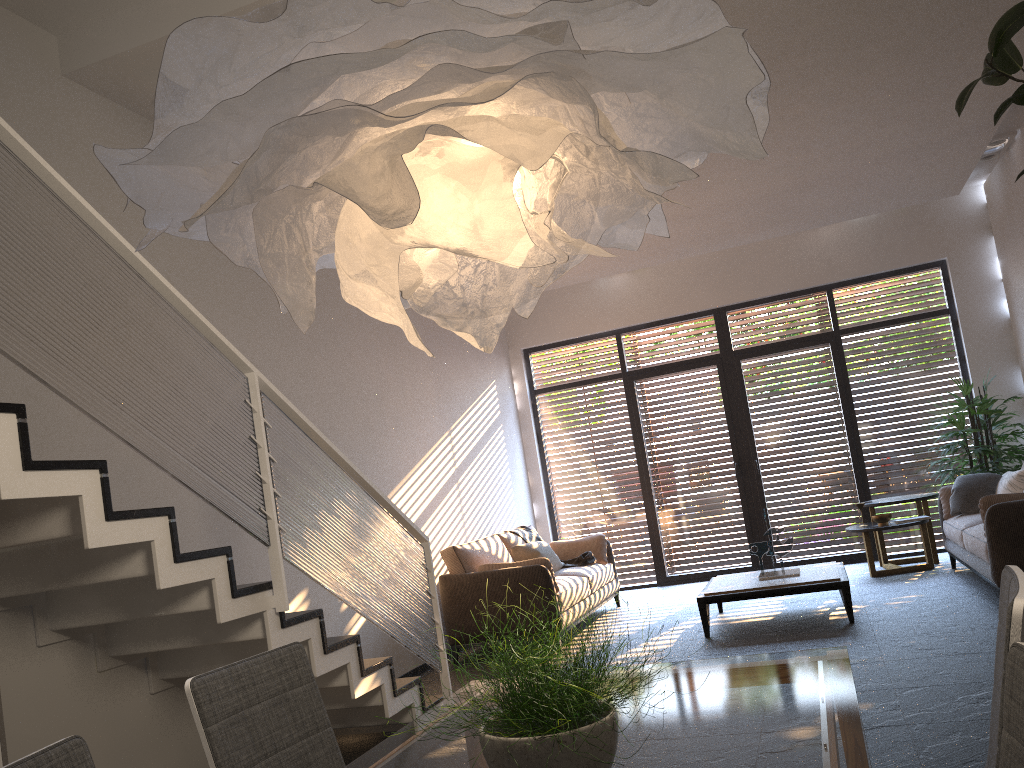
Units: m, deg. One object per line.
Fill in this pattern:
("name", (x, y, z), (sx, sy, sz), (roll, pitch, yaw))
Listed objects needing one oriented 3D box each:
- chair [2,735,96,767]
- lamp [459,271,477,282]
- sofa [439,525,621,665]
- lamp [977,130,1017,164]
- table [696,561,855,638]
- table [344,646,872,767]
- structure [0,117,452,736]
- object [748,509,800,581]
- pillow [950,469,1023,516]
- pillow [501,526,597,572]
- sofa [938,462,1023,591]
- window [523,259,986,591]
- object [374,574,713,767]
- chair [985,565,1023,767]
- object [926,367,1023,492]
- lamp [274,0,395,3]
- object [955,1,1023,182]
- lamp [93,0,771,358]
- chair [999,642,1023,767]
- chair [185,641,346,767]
("chair", (-0.417, 0.977, 1.255), (0.602, 0.915, 0.477), (-9, -5, 4))
("lamp", (-0.390, -1.131, 9.104), (0.254, 0.066, 0.646), (-11, -8, 17))
("sofa", (0.217, 1.741, 7.835), (0.996, 0.915, 2.326), (-11, -7, 17))
("lamp", (4.128, -2.040, 7.618), (0.254, 0.066, 0.646), (-11, -8, 17))
("table", (2.017, 1.622, 6.749), (1.052, 0.306, 1.118), (-11, -8, 18))
("table", (0.125, 1.019, 1.444), (1.000, 0.711, 1.804), (-11, -7, 17))
("structure", (-1.217, -2.690, 0.942), (4.246, 8.272, 8.477), (-11, -6, 18))
("object", (-0.437, -0.880, 3.220), (0.367, 4.453, 8.909), (-11, -7, 29))
("pillow", (3.742, 0.848, 6.719), (0.620, 0.341, 1.897), (-11, -8, 18))
("pillow", (0.186, 1.693, 8.370), (0.961, 0.704, 1.016), (-15, -9, 42))
("sofa", (3.878, 1.004, 6.631), (0.996, 0.915, 2.326), (-11, -7, 17))
("window", (2.530, 0.576, 9.716), (4.956, 3.015, 0.460), (-11, -5, 18))
("object", (0.062, 0.504, 1.489), (0.532, 0.365, 0.670), (-10, -7, 13))
("chair", (0.714, 0.851, 1.657), (0.604, 0.915, 0.475), (-12, -6, 27))
("object", (4.362, 0.724, 8.190), (0.976, 1.715, 0.919), (-7, -5, -17))
("lamp", (-0.714, -1.756, 3.950), (0.647, 0.066, 0.254), (-11, -8, 18))
("object", (2.603, -0.415, 3.065), (0.907, 3.185, 2.022), (-9, -5, -5))
("lamp", (-0.448, -2.598, 1.736), (1.123, 5.190, 1.061), (-11, -5, 29))
("chair", (0.393, 0.814, 0.989), (0.603, 0.915, 0.476), (-11, -5, 18))
("chair", (-0.313, 1.060, 2.009), (0.603, 0.915, 0.475), (-11, -5, 20))
